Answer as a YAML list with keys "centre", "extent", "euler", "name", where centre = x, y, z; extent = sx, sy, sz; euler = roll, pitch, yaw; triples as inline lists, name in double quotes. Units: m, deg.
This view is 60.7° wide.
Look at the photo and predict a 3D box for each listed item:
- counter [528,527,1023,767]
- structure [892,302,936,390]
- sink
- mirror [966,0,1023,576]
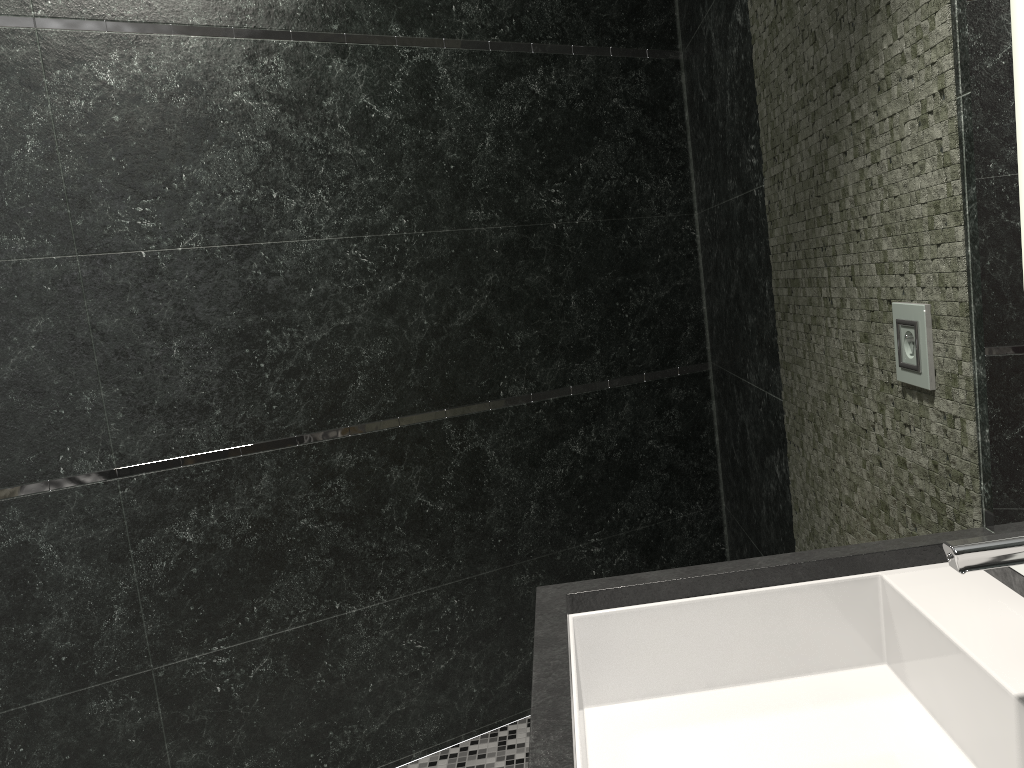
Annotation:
- centre: [0.388, 0.768, 1.109]
  extent: [0.647, 1.053, 1.317]
  euler: [-6, 7, 2]
  name: "counter"
- centre: [0.620, -0.061, 1.358]
  extent: [0.017, 0.129, 0.122]
  euler: [-7, 7, 3]
  name: "structure"
- centre: [0.321, 0.267, 0.782]
  extent: [0.546, 0.409, 0.717]
  euler: [-6, 7, 0]
  name: "sink"
- centre: [0.512, -0.522, 0.655]
  extent: [0.042, 1.578, 0.675]
  euler: [-6, 7, 3]
  name: "mirror"
